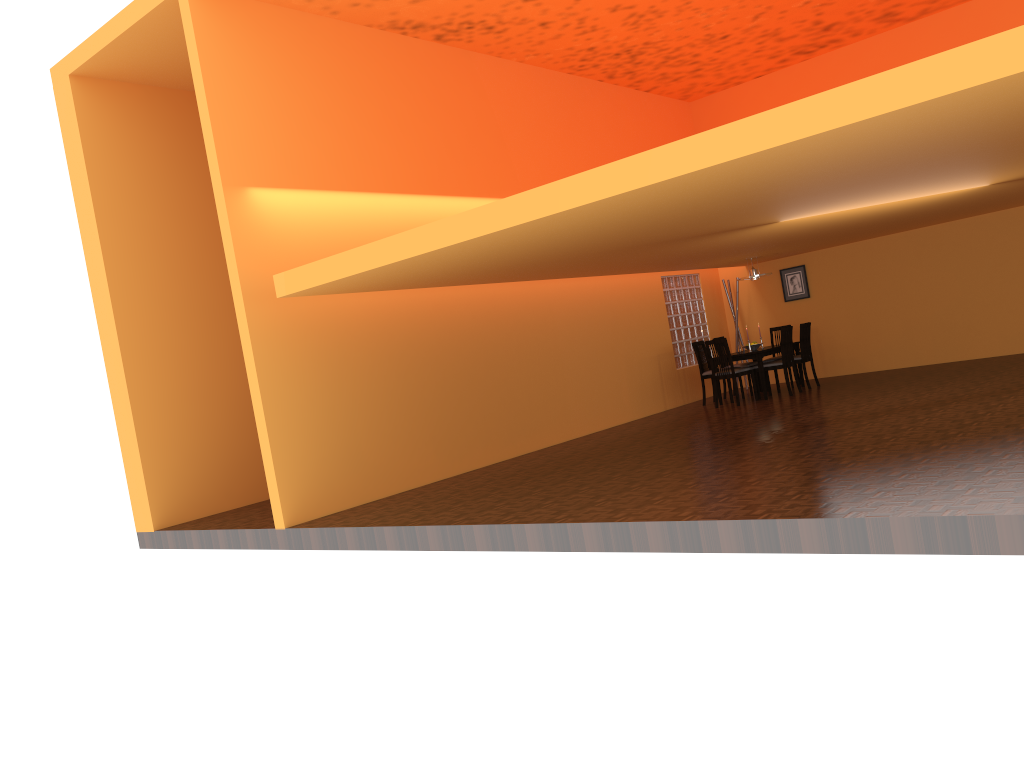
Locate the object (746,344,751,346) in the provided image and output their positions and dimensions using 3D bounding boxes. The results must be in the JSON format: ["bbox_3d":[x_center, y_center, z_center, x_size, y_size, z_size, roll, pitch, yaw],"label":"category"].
[{"bbox_3d":[2.930,-0.459,10.947,0.087,0.076,0.089,-11,2,-44],"label":"object"}]

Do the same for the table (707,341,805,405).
[{"bbox_3d":[3.065,-0.136,10.980,0.697,0.584,1.259,-9,2,40],"label":"table"}]

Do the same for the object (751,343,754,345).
[{"bbox_3d":[2.945,-0.479,10.855,0.046,0.046,0.055,-9,2,23],"label":"object"}]

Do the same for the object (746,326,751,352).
[{"bbox_3d":[2.848,-0.552,10.693,0.044,0.326,0.044,-9,2,29],"label":"object"}]

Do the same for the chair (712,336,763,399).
[{"bbox_3d":[2.920,-0.237,11.469,0.465,0.809,0.373,-9,2,40],"label":"chair"}]

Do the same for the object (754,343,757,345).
[{"bbox_3d":[2.992,-0.477,10.875,0.055,0.046,0.046,-10,1,3],"label":"object"}]

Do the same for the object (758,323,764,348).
[{"bbox_3d":[3.126,-0.613,11.161,0.044,0.326,0.044,-9,2,29],"label":"object"}]

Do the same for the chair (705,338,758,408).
[{"bbox_3d":[2.569,-0.148,10.442,0.373,0.809,0.465,-8,2,45],"label":"chair"}]

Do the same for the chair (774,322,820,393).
[{"bbox_3d":[3.499,-0.326,10.976,0.465,0.809,0.373,-9,2,40],"label":"chair"}]

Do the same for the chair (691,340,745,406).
[{"bbox_3d":[2.556,-0.162,11.028,0.465,0.809,0.373,-9,2,40],"label":"chair"}]

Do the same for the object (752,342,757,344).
[{"bbox_3d":[3.011,-0.496,11.005,0.069,0.066,0.069,-11,2,-40],"label":"object"}]

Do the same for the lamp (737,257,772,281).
[{"bbox_3d":[3.043,-1.451,11.191,0.435,0.274,0.435,-11,2,-28],"label":"lamp"}]

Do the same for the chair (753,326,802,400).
[{"bbox_3d":[3.135,-0.250,10.534,0.465,0.809,0.373,-9,2,40],"label":"chair"}]

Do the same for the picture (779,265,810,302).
[{"bbox_3d":[3.879,-1.376,12.167,0.361,0.456,0.014,-9,2,40],"label":"picture"}]

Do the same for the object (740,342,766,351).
[{"bbox_3d":[2.973,-0.451,10.949,0.337,0.072,0.337,-10,2,6],"label":"object"}]

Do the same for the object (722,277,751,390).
[{"bbox_3d":[3.201,-0.707,12.513,0.226,1.589,0.308,-11,2,-28],"label":"object"}]

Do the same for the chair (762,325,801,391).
[{"bbox_3d":[3.497,-0.341,11.556,0.373,0.809,0.465,-9,2,35],"label":"chair"}]

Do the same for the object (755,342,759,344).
[{"bbox_3d":[3.025,-0.483,10.927,0.055,0.070,0.066,-9,2,21],"label":"object"}]
